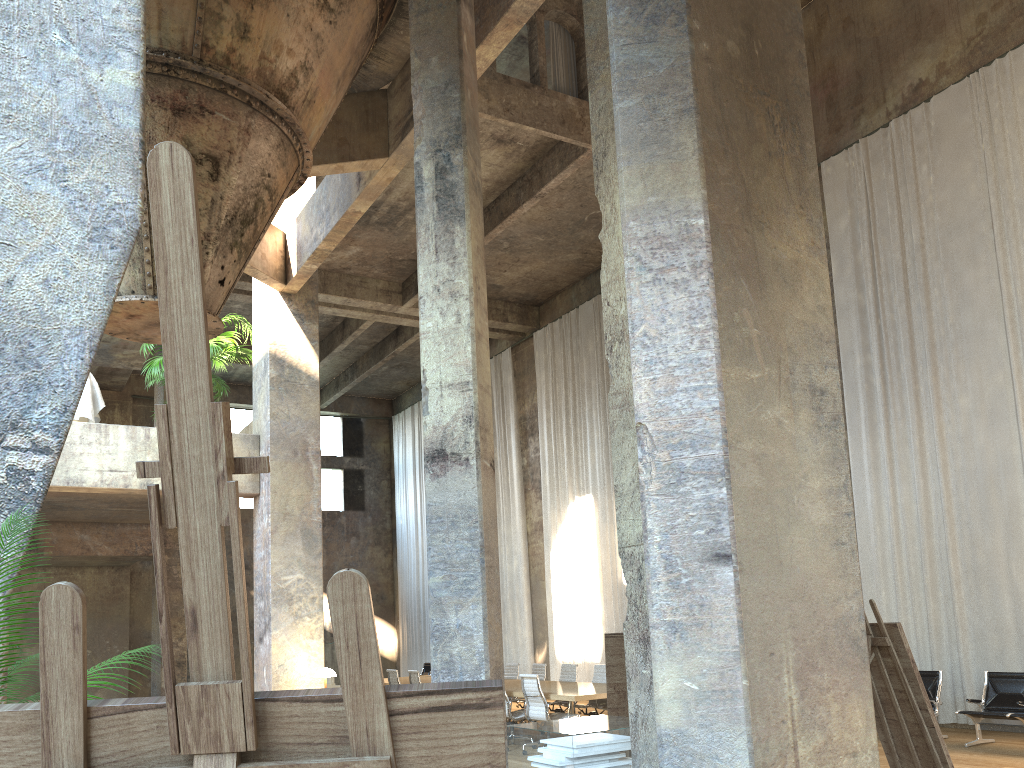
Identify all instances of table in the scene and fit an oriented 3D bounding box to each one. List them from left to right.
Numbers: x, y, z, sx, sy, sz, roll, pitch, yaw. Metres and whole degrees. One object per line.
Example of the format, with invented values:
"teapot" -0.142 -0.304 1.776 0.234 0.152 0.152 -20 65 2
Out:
"table" -5.660 0.233 10.119 1.757 0.783 1.139 6 -16 -30
"table" -0.476 5.274 14.364 1.607 0.741 7.877 6 -18 -29

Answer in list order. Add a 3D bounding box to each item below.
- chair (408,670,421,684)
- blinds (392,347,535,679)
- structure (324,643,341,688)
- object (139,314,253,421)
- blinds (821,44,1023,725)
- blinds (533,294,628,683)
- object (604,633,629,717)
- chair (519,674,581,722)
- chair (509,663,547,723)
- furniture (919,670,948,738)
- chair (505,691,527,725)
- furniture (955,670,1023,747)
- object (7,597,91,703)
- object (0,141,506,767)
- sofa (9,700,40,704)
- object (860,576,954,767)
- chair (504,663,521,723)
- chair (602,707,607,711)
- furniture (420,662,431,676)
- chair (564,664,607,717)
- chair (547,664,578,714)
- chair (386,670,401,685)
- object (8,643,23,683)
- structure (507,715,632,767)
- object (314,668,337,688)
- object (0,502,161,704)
"chair" -1.349 5.195 14.401 0.700 1.002 0.680 2 -12 -22
"blinds" -1.736 4.213 24.820 0.276 8.452 7.988 2 -13 -31
"structure" -2.367 4.102 11.268 0.596 1.513 0.757 3 -11 -30
"object" -3.959 -0.082 11.106 1.404 1.768 1.386 2 -12 -25
"blinds" 7.026 -0.334 10.096 0.275 8.452 7.994 2 -13 -29
"blinds" 2.652 1.936 17.447 0.275 8.452 7.993 2 -13 -29
"object" 1.058 2.320 6.476 0.702 2.099 0.699 -3 -9 1
"chair" 0.470 4.271 11.414 0.700 1.002 0.680 2 -12 -25
"chair" 0.250 5.130 14.444 0.700 1.002 0.680 2 -12 -22
"furniture" 4.708 4.227 11.661 0.711 0.822 1.911 4 -16 -30
"chair" 0.002 4.494 12.131 0.700 1.002 0.680 2 -12 -22
"furniture" 5.916 3.600 9.630 0.711 0.822 1.911 4 -16 -30
"object" -2.357 1.393 3.986 0.861 0.919 0.703 4 -13 -28
"object" -0.332 0.851 0.994 0.701 2.099 0.699 -2 -9 -2
"sofa" -8.779 6.189 16.134 2.077 0.704 1.093 6 -16 -31
"object" 2.105 1.834 4.923 0.684 2.099 0.717 -2 -9 -5
"chair" -0.194 5.362 15.194 0.700 1.002 0.680 2 -12 -25
"chair" -0.825 4.141 10.706 13.006 1.008 32.169 6 -18 -29
"furniture" -2.229 7.796 23.209 0.711 0.822 1.911 4 -16 -30
"chair" 1.173 4.653 12.901 0.701 1.002 0.679 3 -12 -27
"chair" 0.707 4.894 13.681 0.700 1.002 0.680 2 -12 -25
"chair" -1.806 5.431 15.164 0.700 1.002 0.680 2 -12 -25
"object" -10.243 5.926 16.935 1.404 1.772 1.386 2 -12 -25
"structure" 0.488 2.546 5.246 0.746 0.992 0.750 4 -13 -30
"object" -2.092 3.720 9.465 0.572 1.268 0.671 3 -11 -30
"object" -1.130 0.745 1.884 0.687 0.918 0.881 -1 -12 -10
